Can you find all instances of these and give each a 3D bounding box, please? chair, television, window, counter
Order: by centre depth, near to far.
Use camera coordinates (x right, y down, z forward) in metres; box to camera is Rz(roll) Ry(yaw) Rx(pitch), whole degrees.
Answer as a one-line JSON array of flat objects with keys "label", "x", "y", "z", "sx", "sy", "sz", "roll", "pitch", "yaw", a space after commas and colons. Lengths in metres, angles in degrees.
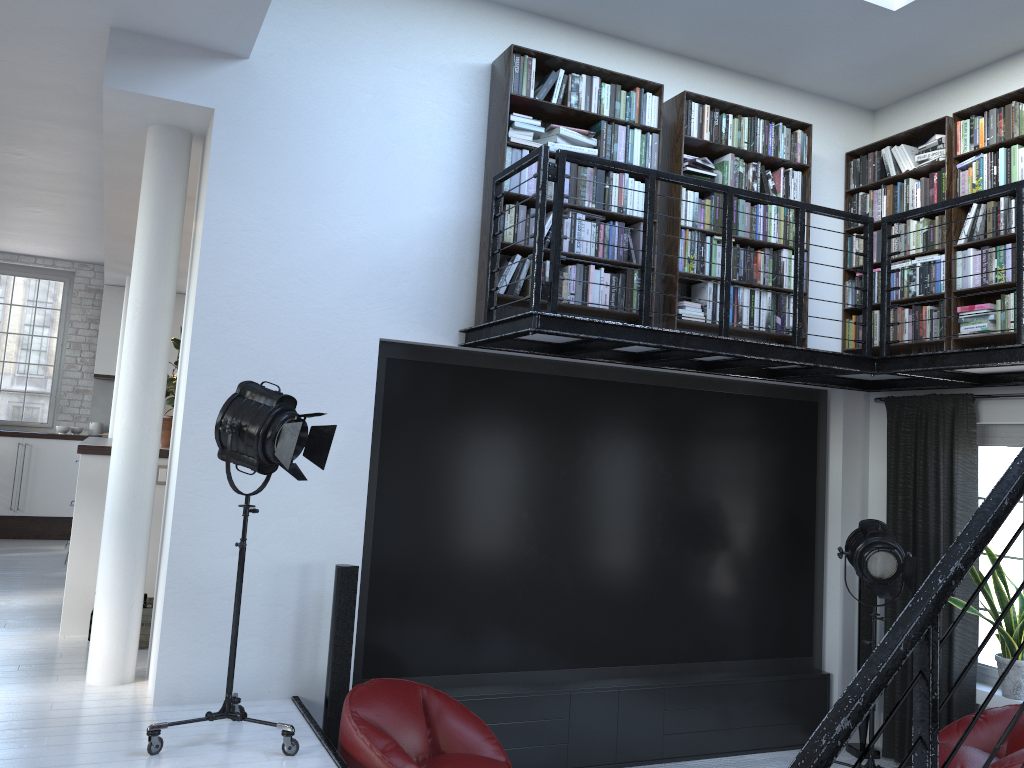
[{"label": "chair", "x": -0.388, "y": 1.799, "z": 4.079, "sx": 0.829, "sy": 0.714, "sz": 0.828, "roll": -2, "pitch": -7, "yaw": 45}, {"label": "chair", "x": 2.525, "y": 2.018, "z": 4.590, "sx": 0.830, "sy": 0.714, "sz": 0.827, "roll": 1, "pitch": -6, "yaw": 27}, {"label": "window", "x": 3.139, "y": 1.037, "z": 5.177, "sx": 0.133, "sy": 1.612, "sz": 1.164, "roll": 6, "pitch": -6, "yaw": -24}, {"label": "television", "x": 0.677, "y": 1.103, "z": 5.510, "sx": 3.347, "sy": 2.437, "sz": 0.116, "roll": 6, "pitch": -7, "yaw": -24}, {"label": "counter", "x": -3.007, "y": 0.568, "z": 7.881, "sx": 1.444, "sy": 0.061, "sz": 4.191, "roll": 5, "pitch": -5, "yaw": -24}, {"label": "window", "x": -7.360, "y": -0.524, "z": 14.945, "sx": 8.122, "sy": 6.096, "sz": 9.125, "roll": 6, "pitch": -5, "yaw": -24}]

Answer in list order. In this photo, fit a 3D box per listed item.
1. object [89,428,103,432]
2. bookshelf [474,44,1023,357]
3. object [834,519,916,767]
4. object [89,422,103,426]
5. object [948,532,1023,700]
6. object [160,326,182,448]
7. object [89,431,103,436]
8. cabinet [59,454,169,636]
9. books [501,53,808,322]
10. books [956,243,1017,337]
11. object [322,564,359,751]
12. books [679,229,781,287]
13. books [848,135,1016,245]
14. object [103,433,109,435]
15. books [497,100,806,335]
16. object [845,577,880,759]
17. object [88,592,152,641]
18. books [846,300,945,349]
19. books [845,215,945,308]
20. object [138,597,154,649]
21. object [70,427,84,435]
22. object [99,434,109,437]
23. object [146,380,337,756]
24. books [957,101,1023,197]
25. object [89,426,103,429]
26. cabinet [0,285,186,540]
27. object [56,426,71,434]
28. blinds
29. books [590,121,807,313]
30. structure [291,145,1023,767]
[{"label": "object", "x": -5.026, "y": 0.565, "z": 10.701, "sx": 0.153, "sy": 0.074, "sz": 0.152, "roll": 5, "pitch": -5, "yaw": -21}, {"label": "bookshelf", "x": 2.162, "y": -1.078, "z": 3.806, "sx": 3.084, "sy": 1.622, "sz": 4.465, "roll": 6, "pitch": -5, "yaw": -24}, {"label": "object", "x": 2.900, "y": 1.590, "z": 4.454, "sx": 0.751, "sy": 1.584, "sz": 2.902, "roll": 9, "pitch": -7, "yaw": -40}, {"label": "object", "x": -5.024, "y": 0.502, "z": 10.709, "sx": 0.154, "sy": 0.075, "sz": 0.152, "roll": 0, "pitch": -6, "yaw": 33}, {"label": "object", "x": 2.779, "y": 1.351, "z": 5.272, "sx": 0.525, "sy": 0.943, "sz": 0.551, "roll": 5, "pitch": -6, "yaw": -14}, {"label": "object", "x": -2.465, "y": 0.017, "z": 6.484, "sx": 0.775, "sy": 0.894, "sz": 0.435, "roll": 0, "pitch": -7, "yaw": 33}, {"label": "object", "x": -5.026, "y": 0.601, "z": 10.700, "sx": 0.153, "sy": 0.056, "sz": 0.152, "roll": 2, "pitch": -5, "yaw": 19}, {"label": "cabinet", "x": -3.039, "y": 1.154, "z": 7.805, "sx": 1.498, "sy": 1.176, "sz": 4.160, "roll": 6, "pitch": -5, "yaw": -24}, {"label": "books", "x": 0.906, "y": -1.107, "z": 5.530, "sx": 2.203, "sy": 1.429, "sz": 0.314, "roll": 6, "pitch": -7, "yaw": -24}, {"label": "books", "x": 3.563, "y": -0.897, "z": 4.028, "sx": 0.240, "sy": 1.126, "sz": 3.384, "roll": 6, "pitch": -5, "yaw": -24}, {"label": "object", "x": -0.898, "y": 1.536, "z": 4.473, "sx": 0.157, "sy": 1.226, "sz": 0.157, "roll": 10, "pitch": -9, "yaw": -43}, {"label": "books", "x": 2.295, "y": -1.137, "z": 3.846, "sx": 1.168, "sy": 1.409, "sz": 4.374, "roll": 6, "pitch": -5, "yaw": -24}, {"label": "books", "x": 3.401, "y": -1.021, "z": 4.376, "sx": 0.242, "sy": 1.401, "sz": 4.432, "roll": 6, "pitch": -5, "yaw": -24}, {"label": "object", "x": -4.752, "y": 0.598, "z": 10.472, "sx": 0.138, "sy": 0.044, "sz": 0.136, "roll": 1, "pitch": -5, "yaw": 28}, {"label": "books", "x": 1.799, "y": -1.182, "z": 3.642, "sx": 2.202, "sy": 1.414, "sz": 4.367, "roll": 6, "pitch": -5, "yaw": -25}, {"label": "object", "x": 2.359, "y": 1.848, "z": 5.936, "sx": 0.157, "sy": 1.226, "sz": 0.157, "roll": 5, "pitch": -7, "yaw": -9}, {"label": "object", "x": -2.351, "y": 1.449, "z": 5.532, "sx": 0.556, "sy": 0.326, "sz": 0.288, "roll": 3, "pitch": -6, "yaw": 3}, {"label": "books", "x": 2.957, "y": -1.078, "z": 4.195, "sx": 1.283, "sy": 1.434, "sz": 4.425, "roll": 6, "pitch": -5, "yaw": -23}, {"label": "books", "x": 3.406, "y": -1.032, "z": 4.378, "sx": 0.227, "sy": 1.417, "sz": 4.426, "roll": 6, "pitch": -5, "yaw": -24}, {"label": "object", "x": -2.243, "y": 1.497, "z": 5.576, "sx": 0.455, "sy": 0.249, "sz": 0.388, "roll": 5, "pitch": -5, "yaw": -19}, {"label": "object", "x": -5.168, "y": 0.558, "z": 10.510, "sx": 0.156, "sy": 0.093, "sz": 0.156, "roll": 8, "pitch": -7, "yaw": -43}, {"label": "object", "x": -4.746, "y": 0.614, "z": 10.470, "sx": 0.261, "sy": 0.028, "sz": 0.261, "roll": 7, "pitch": -5, "yaw": -36}, {"label": "object", "x": -1.111, "y": 0.775, "z": 3.901, "sx": 0.545, "sy": 1.585, "sz": 0.608, "roll": 1, "pitch": -7, "yaw": 20}, {"label": "books", "x": 3.429, "y": -1.316, "z": 4.418, "sx": 0.213, "sy": 0.830, "sz": 2.631, "roll": 6, "pitch": -5, "yaw": -24}, {"label": "object", "x": -5.024, "y": 0.535, "z": 10.703, "sx": 0.153, "sy": 0.063, "sz": 0.152, "roll": 3, "pitch": -5, "yaw": 5}, {"label": "cabinet", "x": -3.520, "y": 0.203, "z": 7.824, "sx": 7.217, "sy": 3.013, "sz": 7.283, "roll": 6, "pitch": -5, "yaw": -24}, {"label": "object", "x": -5.256, "y": 0.541, "z": 10.369, "sx": 0.156, "sy": 0.093, "sz": 0.156, "roll": 6, "pitch": -5, "yaw": -25}, {"label": "blinds", "x": 3.021, "y": 1.210, "z": 4.876, "sx": 0.125, "sy": 2.395, "sz": 2.502, "roll": 6, "pitch": -6, "yaw": -24}, {"label": "books", "x": 2.061, "y": -1.024, "z": 3.760, "sx": 1.596, "sy": 1.144, "sz": 4.326, "roll": 6, "pitch": -5, "yaw": -25}, {"label": "structure", "x": 1.367, "y": 0.513, "z": 3.310, "sx": 4.608, "sy": 3.367, "sz": 4.478, "roll": 6, "pitch": -6, "yaw": -24}]
